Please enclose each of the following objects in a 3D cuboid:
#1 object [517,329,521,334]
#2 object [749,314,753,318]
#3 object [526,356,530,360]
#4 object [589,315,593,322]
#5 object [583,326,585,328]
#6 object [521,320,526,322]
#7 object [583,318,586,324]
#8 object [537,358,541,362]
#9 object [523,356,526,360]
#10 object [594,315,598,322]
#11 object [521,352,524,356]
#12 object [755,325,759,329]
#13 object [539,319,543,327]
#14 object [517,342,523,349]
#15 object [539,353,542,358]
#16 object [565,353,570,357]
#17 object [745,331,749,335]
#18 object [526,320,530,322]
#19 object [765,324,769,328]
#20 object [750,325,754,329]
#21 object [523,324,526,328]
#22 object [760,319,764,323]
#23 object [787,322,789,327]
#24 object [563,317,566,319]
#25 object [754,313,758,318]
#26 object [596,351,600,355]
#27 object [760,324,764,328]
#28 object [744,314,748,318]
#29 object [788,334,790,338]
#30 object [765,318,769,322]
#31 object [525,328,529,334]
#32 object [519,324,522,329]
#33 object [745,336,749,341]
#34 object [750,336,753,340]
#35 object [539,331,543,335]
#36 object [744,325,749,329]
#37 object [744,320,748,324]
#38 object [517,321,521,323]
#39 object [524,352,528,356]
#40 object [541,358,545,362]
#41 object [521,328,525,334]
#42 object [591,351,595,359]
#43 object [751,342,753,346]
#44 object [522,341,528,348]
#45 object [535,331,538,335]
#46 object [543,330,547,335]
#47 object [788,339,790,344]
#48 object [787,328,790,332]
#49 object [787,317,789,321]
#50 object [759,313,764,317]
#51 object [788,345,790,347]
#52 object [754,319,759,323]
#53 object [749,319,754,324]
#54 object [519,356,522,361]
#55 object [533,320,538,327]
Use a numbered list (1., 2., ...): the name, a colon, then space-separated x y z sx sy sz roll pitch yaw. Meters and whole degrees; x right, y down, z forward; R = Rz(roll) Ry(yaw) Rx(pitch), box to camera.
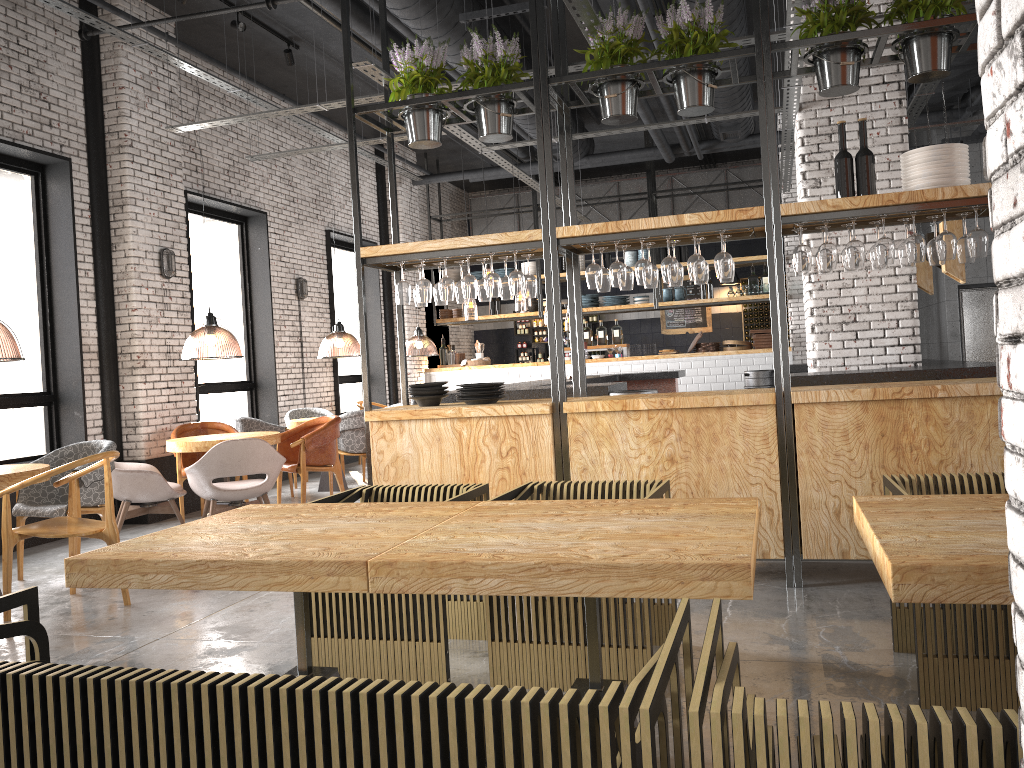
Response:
1. object: 0.144 -1.073 18.108 0.076 0.111 0.076 -3 0 27
2. object: 4.508 -1.285 16.722 0.079 0.079 0.284 -3 1 17
3. object: 0.331 -0.528 18.061 0.070 0.083 0.071 -3 1 41
4. object: 1.572 -1.370 17.702 0.079 0.281 0.079 -3 0 -10
5. object: 1.421 -1.096 17.731 0.076 0.111 0.076 -3 0 -9
6. object: 0.234 -1.313 18.099 0.081 0.113 0.071 -3 0 17
7. object: 1.453 -1.255 17.721 0.076 0.111 0.076 -3 0 11
8. object: 0.545 -0.466 18.000 0.076 0.111 0.076 -3 0 -9
9. object: 0.252 -0.524 18.084 0.071 0.083 0.071 -3 0 7
10. object: 1.663 -1.374 17.676 0.079 0.281 0.079 -3 0 10
11. object: 0.216 -0.605 18.098 0.070 0.083 0.071 -3 1 42
12. object: 4.608 -1.079 16.686 0.079 0.079 0.284 -3 1 17
13. object: 0.579 -1.232 17.977 0.079 0.156 0.079 -3 0 2
14. object: 0.163 -0.795 18.131 0.100 0.139 0.088 -3 0 17
15. object: 0.577 -0.579 17.992 0.076 0.111 0.076 -3 0 11
16. object: 1.117 -0.598 17.852 0.100 0.139 0.088 -3 0 17
17. object: 4.440 -0.966 16.762 0.079 0.079 0.281 -3 1 16
18. object: 0.321 -1.318 18.074 0.081 0.113 0.071 -3 0 17
19. object: 4.792 -1.089 16.641 0.079 0.079 0.284 -3 1 17
20. object: 4.521 -1.075 16.721 0.079 0.079 0.284 -3 1 17
21. object: 0.252 -1.176 18.074 0.070 0.083 0.071 -3 1 41
22. object: 4.689 -1.188 16.646 0.079 0.079 0.284 -3 1 17
23. object: 5.148 -1.107 16.516 0.079 0.079 0.284 -3 1 17
24. object: 1.057 -1.378 17.834 0.079 0.156 0.079 -3 0 -38
25. object: 4.593 -1.289 16.676 0.079 0.079 0.284 -3 1 17
26. object: 1.707 -0.635 17.674 0.079 0.281 0.079 -3 0 20
27. object: 4.701 -1.084 16.668 0.079 0.079 0.284 -3 1 17
28. object: 4.422 -1.281 16.763 0.079 0.079 0.284 -3 1 17
29. object: 5.170 -0.899 16.548 0.079 0.079 0.281 -3 1 16
30. object: 4.780 -1.193 16.623 0.079 0.079 0.284 -3 1 17
31. object: 0.303 -1.082 18.063 0.076 0.111 0.076 -3 0 11
32. object: 0.173 -1.172 18.097 0.071 0.083 0.071 -3 0 7
33. object: 4.439 -0.860 16.738 0.079 0.079 0.281 -3 1 16
34. object: 4.526 -0.864 16.698 0.079 0.079 0.281 -3 1 16
35. object: 0.586 -1.038 17.978 0.071 0.083 0.071 -3 0 7
36. object: 4.424 -1.069 16.726 0.079 0.079 0.284 -3 1 17
37. object: 4.424 -1.175 16.748 0.079 0.079 0.284 -3 1 17
38. object: 0.140 -1.308 18.127 0.081 0.113 0.071 -3 0 17
39. object: 0.288 -0.609 18.071 0.071 0.083 0.071 -4 0 -34
40. object: 0.623 -0.470 17.979 0.076 0.111 0.076 -3 0 22
41. object: 0.223 -1.077 18.084 0.076 0.111 0.076 -3 0 36
42. object: 1.620 -0.630 17.697 0.079 0.281 0.079 -3 0 35
43. object: 4.544 -0.761 16.739 0.079 0.079 0.281 -3 1 16
44. object: 0.267 -0.800 18.100 0.100 0.139 0.088 -3 0 17
45. object: 0.496 -1.033 18.004 0.070 0.083 0.071 -3 1 42
46. object: 0.668 -1.043 17.954 0.071 0.083 0.071 -3 0 7
47. object: 5.171 -0.793 16.533 0.079 0.079 0.281 -3 1 16
48. object: 5.159 -1.003 16.533 0.079 0.079 0.281 -3 1 16
49. object: 5.147 -1.213 16.534 0.079 0.079 0.284 -3 1 17
50. object: 4.689 -1.294 16.668 0.079 0.079 0.284 -3 1 17
51. object: 5.175 -0.688 16.524 0.079 0.079 0.281 -3 1 16
52. object: 4.609 -1.185 16.709 0.079 0.079 0.284 -3 1 17
53. object: 4.520 -1.180 16.740 0.079 0.079 0.284 -3 1 17
54. object: 0.176 -0.520 18.107 0.070 0.083 0.071 -3 0 27
55. object: 0.475 -1.227 18.008 0.079 0.156 0.079 -3 0 -43
